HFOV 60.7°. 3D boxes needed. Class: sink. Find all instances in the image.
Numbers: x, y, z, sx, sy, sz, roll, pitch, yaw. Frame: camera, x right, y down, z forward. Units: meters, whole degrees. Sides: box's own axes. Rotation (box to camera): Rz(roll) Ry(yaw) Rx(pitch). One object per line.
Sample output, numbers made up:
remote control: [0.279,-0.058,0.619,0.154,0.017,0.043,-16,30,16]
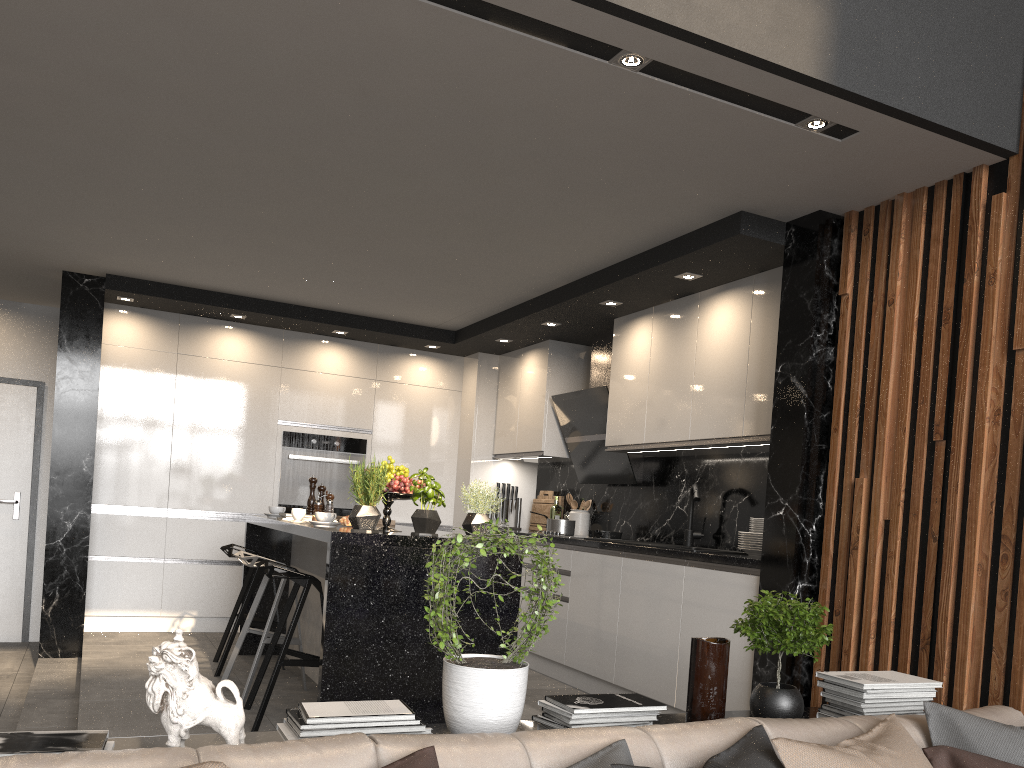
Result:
sink: [0.919,0.838,5.070,0.500,0.544,1.115,6,-7,-25]

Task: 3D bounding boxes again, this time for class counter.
counter: [0.649,1.020,5.582,0.614,0.040,3.467,8,-9,-25]

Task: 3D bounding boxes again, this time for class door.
door: [-4.188,0.960,6.691,0.979,2.079,0.168,4,1,-26]

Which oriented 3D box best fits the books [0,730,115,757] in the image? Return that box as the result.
books: [-0.967,0.747,1.765,0.295,0.054,0.184,7,-8,-21]

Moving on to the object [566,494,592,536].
object: [0.497,0.959,6.401,0.176,0.304,0.157,5,-1,-22]

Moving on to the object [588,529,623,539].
object: [0.588,0.999,5.847,0.232,0.060,0.355,-3,-11,43]

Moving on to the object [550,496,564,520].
object: [0.348,1.002,6.695,0.090,0.282,0.081,4,0,-25]

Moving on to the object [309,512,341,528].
object: [-0.897,0.652,4.202,0.155,0.070,0.157,0,-8,33]

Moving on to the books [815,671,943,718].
books: [1.142,0.992,2.740,0.334,0.150,0.200,7,-6,-25]

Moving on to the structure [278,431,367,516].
structure: [-1.587,0.743,7.045,0.659,0.630,0.652,6,-4,-25]

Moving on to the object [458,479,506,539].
object: [-0.150,0.588,4.133,0.221,0.283,0.211,5,-3,-12]

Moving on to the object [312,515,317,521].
object: [-1.014,0.725,4.675,0.075,0.042,0.128,8,-8,-33]

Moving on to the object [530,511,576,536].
object: [0.297,0.981,6.138,0.201,0.153,0.348,7,-8,-35]

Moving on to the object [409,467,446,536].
object: [-0.390,0.535,3.988,0.179,0.312,0.172,4,-1,-14]

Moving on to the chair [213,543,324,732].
chair: [-1.292,1.273,4.675,0.436,0.733,1.733,5,-7,-25]

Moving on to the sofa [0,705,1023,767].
sofa: [0.484,1.086,1.219,3.264,0.816,1.881,8,-8,-25]

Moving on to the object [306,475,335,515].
object: [-1.203,0.729,5.595,0.151,0.283,0.199,5,-2,-42]

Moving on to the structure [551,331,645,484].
structure: [0.618,0.167,6.001,0.415,1.028,0.737,4,-2,-25]

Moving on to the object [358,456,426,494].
object: [-0.598,0.464,4.305,0.349,0.214,0.319,7,-6,-28]

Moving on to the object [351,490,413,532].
object: [-0.612,0.627,4.296,0.366,0.187,0.371,1,-7,28]

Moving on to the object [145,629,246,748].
object: [-0.678,0.674,1.892,0.207,0.289,0.136,4,-1,-6]

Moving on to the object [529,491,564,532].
object: [0.271,1.016,6.984,0.098,0.329,0.401,4,-4,-25]

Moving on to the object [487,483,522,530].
object: [-0.058,0.989,7.086,0.323,0.372,0.066,6,0,-26]

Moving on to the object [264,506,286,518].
object: [-1.424,0.778,5.302,0.155,0.070,0.157,0,-8,33]

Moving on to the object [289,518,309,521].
object: [-1.140,0.724,4.680,0.129,0.027,0.028,0,-5,24]

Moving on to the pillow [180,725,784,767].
pillow: [-0.051,0.907,1.487,1.953,0.498,0.543,8,-5,-26]

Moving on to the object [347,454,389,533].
object: [-0.631,0.476,3.893,0.196,0.368,0.187,4,-1,20]

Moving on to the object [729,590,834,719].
object: [0.796,0.820,2.615,0.308,0.407,0.274,3,-2,25]

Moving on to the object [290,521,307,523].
object: [-1.079,0.742,4.686,0.229,0.003,0.229,8,-9,-25]

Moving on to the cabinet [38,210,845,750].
cabinet: [-0.728,0.351,5.051,3.641,3.230,6.218,6,-7,-25]

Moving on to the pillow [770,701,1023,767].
pillow: [1.242,1.079,1.995,1.381,0.546,0.768,3,-5,5]

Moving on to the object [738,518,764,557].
object: [1.307,0.784,4.457,0.302,0.194,0.305,6,-6,-22]

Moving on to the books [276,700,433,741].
books: [-0.366,0.818,2.073,0.350,0.099,0.194,8,-7,-25]

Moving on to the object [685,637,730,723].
object: [0.558,0.857,2.498,0.109,0.267,0.109,4,0,-20]

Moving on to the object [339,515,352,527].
object: [-0.828,0.704,4.505,0.132,0.059,0.070,7,-5,-25]

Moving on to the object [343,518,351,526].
object: [-0.817,0.697,4.451,0.074,0.059,0.061,4,-4,-4]

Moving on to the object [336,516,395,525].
object: [-0.961,0.888,5.703,0.292,0.030,0.402,8,-9,-25]

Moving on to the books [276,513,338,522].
books: [-1.191,0.778,5.090,0.324,0.038,0.173,8,-9,-26]

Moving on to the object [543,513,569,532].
object: [0.370,1.052,6.620,0.181,0.162,0.273,6,-6,-25]

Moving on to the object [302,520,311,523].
object: [-1.024,0.740,4.673,0.191,0.012,0.194,3,-8,7]

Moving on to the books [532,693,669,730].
books: [0.224,0.896,2.353,0.327,0.099,0.205,8,-8,-25]

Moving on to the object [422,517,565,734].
object: [-0.060,0.617,2.191,0.388,0.575,0.215,6,-2,-45]

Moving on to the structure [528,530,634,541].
structure: [0.465,1.044,5.970,0.513,0.060,0.602,8,-9,-25]

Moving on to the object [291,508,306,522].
object: [-1.151,0.709,4.726,0.076,0.070,0.085,2,-5,24]
